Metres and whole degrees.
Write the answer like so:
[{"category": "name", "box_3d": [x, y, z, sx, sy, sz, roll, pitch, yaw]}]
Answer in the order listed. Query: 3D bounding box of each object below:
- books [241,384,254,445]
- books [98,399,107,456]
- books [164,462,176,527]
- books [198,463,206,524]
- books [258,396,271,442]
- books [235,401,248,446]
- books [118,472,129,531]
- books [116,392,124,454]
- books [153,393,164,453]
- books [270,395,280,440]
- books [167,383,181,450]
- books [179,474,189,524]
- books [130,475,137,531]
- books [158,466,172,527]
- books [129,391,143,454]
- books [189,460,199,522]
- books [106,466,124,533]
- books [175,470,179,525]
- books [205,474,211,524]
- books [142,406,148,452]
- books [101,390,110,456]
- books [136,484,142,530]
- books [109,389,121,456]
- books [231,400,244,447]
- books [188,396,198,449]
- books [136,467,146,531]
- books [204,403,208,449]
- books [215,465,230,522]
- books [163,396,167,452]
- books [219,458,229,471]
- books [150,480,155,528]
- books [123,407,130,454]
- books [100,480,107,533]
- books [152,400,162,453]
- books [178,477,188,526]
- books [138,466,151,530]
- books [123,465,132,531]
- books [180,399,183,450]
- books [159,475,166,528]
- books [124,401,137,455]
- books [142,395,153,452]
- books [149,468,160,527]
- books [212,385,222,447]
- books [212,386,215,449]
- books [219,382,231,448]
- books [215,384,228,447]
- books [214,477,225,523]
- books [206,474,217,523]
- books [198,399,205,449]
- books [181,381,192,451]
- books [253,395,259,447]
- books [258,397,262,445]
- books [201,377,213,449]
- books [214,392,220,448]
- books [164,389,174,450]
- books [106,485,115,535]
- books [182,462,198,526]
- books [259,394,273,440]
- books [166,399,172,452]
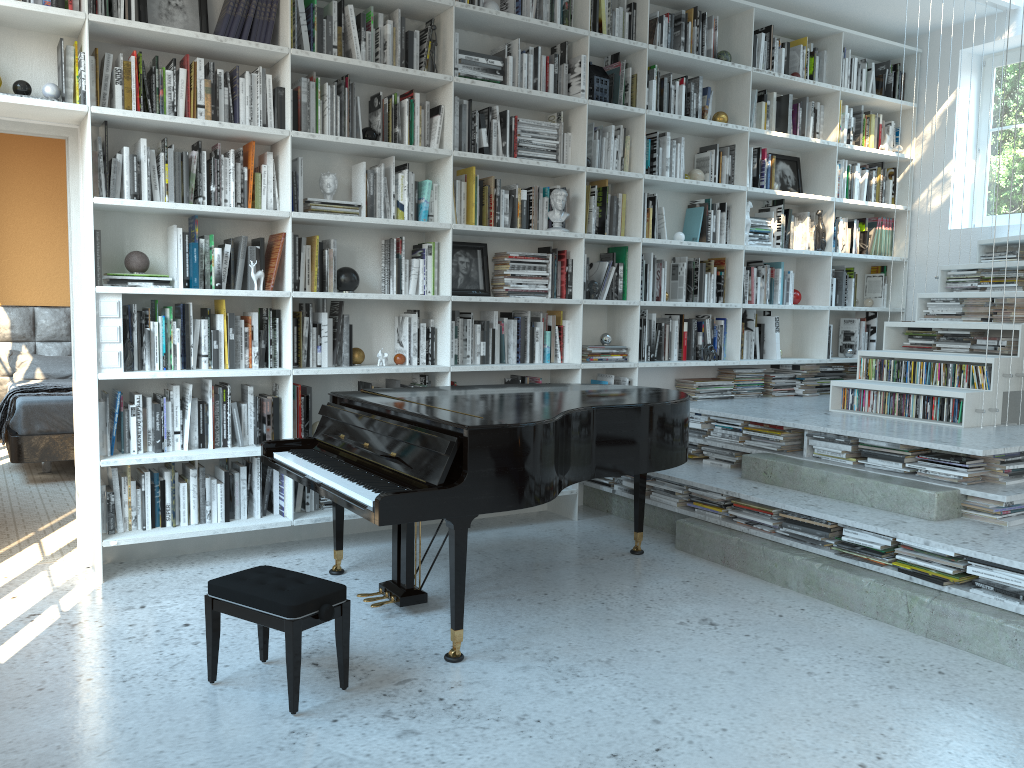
[{"category": "books", "box_3d": [-1.286, 0.147, 4.307, 0.025, 0.288, 0.130, -2, 6, -31]}, {"category": "books", "box_3d": [-1.837, 0.191, 3.957, 0.029, 0.239, 0.154, -2, 6, -31]}, {"category": "books", "box_3d": [-1.594, 0.501, 4.133, 0.013, 0.301, 0.183, -2, 6, -31]}, {"category": "books", "box_3d": [-1.483, 0.515, 4.203, 0.025, 0.266, 0.159, -2, 6, -31]}, {"category": "books", "box_3d": [-1.213, 0.178, 4.315, 0.023, 0.228, 0.190, -2, 6, -31]}, {"category": "books", "box_3d": [-1.314, 0.190, 4.304, 0.030, 0.203, 0.141, -2, 6, -31]}, {"category": "books", "box_3d": [-1.774, 0.533, 4.043, 0.024, 0.247, 0.142, -2, 6, -31]}, {"category": "books", "box_3d": [-1.773, 0.170, 4.009, 0.010, 0.274, 0.150, -2, 6, -31]}, {"category": "books", "box_3d": [-1.624, 0.176, 4.076, 0.013, 0.257, 0.189, -2, 6, -31]}, {"category": "books", "box_3d": [-1.182, 0.173, 4.365, 0.030, 0.231, 0.151, -2, 6, -31]}, {"category": "books", "box_3d": [-1.574, 0.151, 4.128, 0.027, 0.300, 0.142, -2, 6, -31]}, {"category": "books", "box_3d": [-1.552, 0.542, 4.194, 0.014, 0.211, 0.145, -2, 6, -31]}, {"category": "books", "box_3d": [-1.741, 0.543, 4.054, 0.022, 0.226, 0.154, -2, 6, -31]}, {"category": "books", "box_3d": [-1.619, 0.523, 4.137, 0.027, 0.257, 0.160, -2, 6, -31]}, {"category": "books", "box_3d": [-1.709, 0.173, 4.031, 0.029, 0.266, 0.171, -2, 6, -31]}, {"category": "books", "box_3d": [-1.509, 0.495, 4.206, 0.014, 0.305, 0.139, -2, 6, -31]}, {"category": "books", "box_3d": [-1.799, 0.511, 4.017, 0.044, 0.294, 0.181, -2, 6, -31]}, {"category": "books", "box_3d": [-1.590, 0.526, 4.163, 0.022, 0.247, 0.134, -2, 6, -31]}, {"category": "books", "box_3d": [-1.464, 0.538, 4.217, 0.021, 0.218, 0.190, -2, 6, -31]}, {"category": "books", "box_3d": [-1.697, 0.204, 4.067, 0.025, 0.200, 0.136, -2, 6, -31]}, {"category": "books", "box_3d": [-1.812, 0.173, 3.952, 0.011, 0.277, 0.189, -2, 6, -31]}, {"category": "books", "box_3d": [-1.726, 0.561, 4.073, 0.022, 0.186, 0.145, -2, 6, -31]}, {"category": "books", "box_3d": [-1.789, 0.168, 3.976, 0.052, 0.284, 0.172, -2, 6, -31]}, {"category": "books", "box_3d": [-1.342, 0.186, 4.265, 0.059, 0.216, 0.177, -2, 6, -31]}, {"category": "books", "box_3d": [-1.508, 0.179, 4.175, 0.031, 0.239, 0.132, -2, 6, -31]}, {"category": "books", "box_3d": [-1.701, 0.525, 4.063, 0.013, 0.262, 0.174, -2, 6, -31]}, {"category": "books", "box_3d": [-1.464, 0.193, 4.199, 0.013, 0.209, 0.154, -2, 6, -31]}, {"category": "books", "box_3d": [-1.390, 0.524, 4.252, 0.023, 0.244, 0.188, -2, 6, -31]}, {"category": "books", "box_3d": [-1.612, 0.178, 4.078, 0.010, 0.253, 0.177, -2, 6, -31]}, {"category": "books", "box_3d": [-1.390, 0.488, 4.284, 0.013, 0.310, 0.130, -2, 6, -31]}, {"category": "books", "box_3d": [-1.678, 0.550, 4.105, 0.022, 0.206, 0.158, -2, 6, -31]}, {"category": "books", "box_3d": [-1.759, 0.208, 4.022, 0.024, 0.198, 0.148, -2, 6, -31]}, {"category": "books", "box_3d": [-1.853, 0.550, 4.002, 0.023, 0.216, 0.158, -2, 6, -31]}, {"category": "books", "box_3d": [-1.640, 0.193, 4.066, 0.028, 0.223, 0.188, -2, 6, -31]}, {"category": "books", "box_3d": [-1.555, 0.550, 4.157, 0.030, 0.202, 0.168, -2, 6, -31]}, {"category": "books", "box_3d": [-1.689, 0.522, 4.077, 0.023, 0.266, 0.177, -2, 6, -31]}, {"category": "books", "box_3d": [-1.757, 0.497, 4.046, 0.011, 0.319, 0.157, -2, 6, -31]}, {"category": "books", "box_3d": [-1.559, 0.184, 4.144, 0.012, 0.233, 0.148, -2, 6, -31]}, {"category": "books", "box_3d": [-1.637, 0.542, 4.122, 0.022, 0.221, 0.163, -2, 6, -31]}, {"category": "books", "box_3d": [-1.728, 0.197, 4.015, 0.022, 0.221, 0.187, -2, 6, -31]}, {"category": "books", "box_3d": [-1.679, 0.179, 4.080, 0.022, 0.248, 0.133, -2, 6, -31]}, {"category": "books", "box_3d": [-1.661, 0.526, 4.117, 0.022, 0.252, 0.139, -2, 6, -31]}, {"category": "books", "box_3d": [-1.410, 0.153, 4.238, 0.013, 0.284, 0.138, -2, 6, -31]}, {"category": "books", "box_3d": [-1.434, 0.150, 4.198, 0.012, 0.295, 0.176, -2, 6, -31]}, {"category": "books", "box_3d": [-1.371, 0.145, 4.240, 0.013, 0.301, 0.172, -2, 6, -31]}, {"category": "books", "box_3d": [-1.389, 0.150, 4.236, 0.022, 0.291, 0.137, -2, 6, -31]}, {"category": "books", "box_3d": [-1.413, 0.552, 4.240, 0.031, 0.188, 0.189, -2, 6, -31]}, {"category": "books", "box_3d": [-1.442, 0.544, 4.229, 0.028, 0.206, 0.171, -2, 6, -31]}, {"category": "books", "box_3d": [-1.482, 0.185, 4.188, 0.028, 0.225, 0.134, -2, 6, -31]}, {"category": "books", "box_3d": [-1.526, 0.147, 4.136, 0.039, 0.307, 0.172, -2, 6, -31]}, {"category": "books", "box_3d": [-1.257, 0.173, 4.296, 0.011, 0.240, 0.174, -2, 6, -31]}, {"category": "books", "box_3d": [-1.258, 0.176, 4.337, 0.030, 0.227, 0.140, -2, 6, -31]}, {"category": "books", "box_3d": [-1.441, 0.136, 4.183, 0.014, 0.326, 0.170, -2, 6, -31]}, {"category": "books", "box_3d": [-1.427, 0.168, 4.226, 0.029, 0.255, 0.152, -2, 6, -31]}, {"category": "books", "box_3d": [-1.595, 0.164, 4.125, 0.013, 0.274, 0.145, -2, 6, -31]}, {"category": "books", "box_3d": [-1.817, 0.564, 3.994, 0.029, 0.190, 0.176, -2, 6, -31]}, {"category": "books", "box_3d": [-1.519, 0.516, 4.181, 0.031, 0.266, 0.186, -2, 6, -31]}, {"category": "books", "box_3d": [-1.211, 0.171, 4.358, 0.026, 0.236, 0.140, -2, 6, -31]}, {"category": "books", "box_3d": [-1.603, 0.188, 4.101, 0.028, 0.229, 0.157, -2, 6, -31]}]
